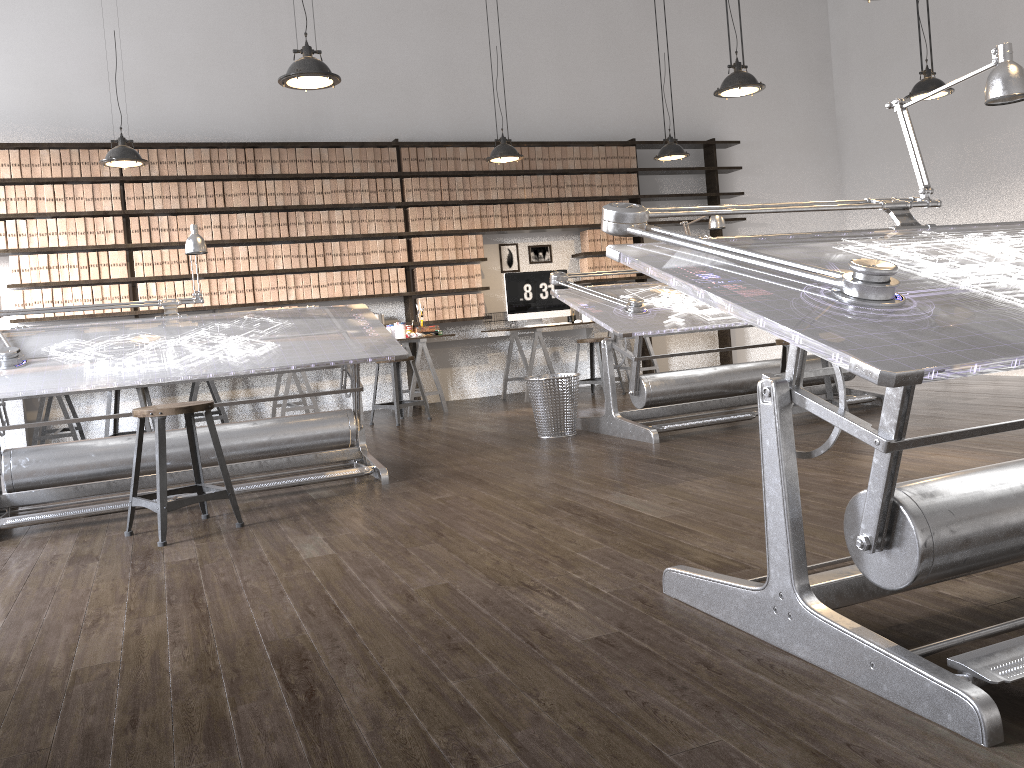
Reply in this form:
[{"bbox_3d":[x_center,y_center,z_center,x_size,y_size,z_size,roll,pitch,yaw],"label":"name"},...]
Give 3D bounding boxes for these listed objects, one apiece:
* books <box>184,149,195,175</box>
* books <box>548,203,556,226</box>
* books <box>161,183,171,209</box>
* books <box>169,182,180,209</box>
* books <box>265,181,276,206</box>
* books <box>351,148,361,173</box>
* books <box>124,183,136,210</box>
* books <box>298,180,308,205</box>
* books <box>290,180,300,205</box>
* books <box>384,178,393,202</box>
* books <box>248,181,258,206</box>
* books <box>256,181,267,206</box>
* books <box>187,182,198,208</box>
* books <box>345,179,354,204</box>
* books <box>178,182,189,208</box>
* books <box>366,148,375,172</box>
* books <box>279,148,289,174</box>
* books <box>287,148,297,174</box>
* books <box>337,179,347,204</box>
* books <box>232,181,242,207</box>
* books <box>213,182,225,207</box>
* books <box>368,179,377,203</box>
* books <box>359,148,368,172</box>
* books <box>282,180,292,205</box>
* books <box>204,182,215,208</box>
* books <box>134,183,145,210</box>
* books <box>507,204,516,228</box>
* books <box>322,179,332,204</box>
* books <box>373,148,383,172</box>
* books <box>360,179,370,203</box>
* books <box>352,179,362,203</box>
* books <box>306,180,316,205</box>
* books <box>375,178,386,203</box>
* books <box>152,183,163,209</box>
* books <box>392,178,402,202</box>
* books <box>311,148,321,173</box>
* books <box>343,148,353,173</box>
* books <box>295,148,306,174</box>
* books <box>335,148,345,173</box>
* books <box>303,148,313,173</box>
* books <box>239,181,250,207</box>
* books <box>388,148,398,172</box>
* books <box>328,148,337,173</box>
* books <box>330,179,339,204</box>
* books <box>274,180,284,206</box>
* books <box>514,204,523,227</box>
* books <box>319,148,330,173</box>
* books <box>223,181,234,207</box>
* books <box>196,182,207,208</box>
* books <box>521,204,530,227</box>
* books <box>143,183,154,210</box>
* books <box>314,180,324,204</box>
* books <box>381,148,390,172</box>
[{"bbox_3d":[-2.713,-1.851,7.459,0.067,0.225,0.174,-5,2,-22],"label":"books"},{"bbox_3d":[0.362,-1.654,8.704,0.067,0.225,0.174,-5,2,-22],"label":"books"},{"bbox_3d":[-2.886,-1.553,7.387,0.067,0.225,0.174,-5,2,-22],"label":"books"},{"bbox_3d":[-2.823,-1.559,7.408,0.067,0.225,0.174,-5,2,-22],"label":"books"},{"bbox_3d":[-2.106,-1.642,7.701,0.067,0.225,0.174,-5,2,-22],"label":"books"},{"bbox_3d":[-1.420,-1.999,7.985,0.067,0.225,0.174,-5,2,-22],"label":"books"},{"bbox_3d":[-3.141,-1.524,7.286,0.067,0.225,0.174,-5,2,-22],"label":"books"},{"bbox_3d":[-1.857,-1.671,7.808,0.067,0.225,0.174,-5,2,-22],"label":"books"},{"bbox_3d":[-1.919,-1.663,7.775,0.067,0.225,0.174,-5,2,-22],"label":"books"},{"bbox_3d":[-1.145,-1.752,8.097,0.067,0.225,0.174,-5,2,-22],"label":"books"},{"bbox_3d":[-2.241,-1.626,7.644,0.067,0.225,0.174,-5,2,-22],"label":"books"},{"bbox_3d":[-2.175,-1.634,7.674,0.067,0.225,0.174,-5,2,-22],"label":"books"},{"bbox_3d":[-2.698,-1.574,7.465,0.067,0.225,0.174,-5,2,-22],"label":"books"},{"bbox_3d":[-1.479,-1.714,7.961,0.067,0.225,0.174,-5,2,-22],"label":"books"},{"bbox_3d":[-2.763,-1.567,7.439,0.067,0.225,0.174,-5,2,-22],"label":"books"},{"bbox_3d":[-1.299,-2.012,8.031,0.067,0.225,0.174,-5,2,-22],"label":"books"},{"bbox_3d":[-2.007,-1.932,7.751,0.067,0.225,0.174,-5,2,-22],"label":"books"},{"bbox_3d":[-1.942,-1.939,7.775,0.067,0.225,0.174,-5,2,-22],"label":"books"},{"bbox_3d":[-1.539,-1.706,7.930,0.067,0.225,0.174,-5,2,-22],"label":"books"},{"bbox_3d":[-2.368,-1.612,7.597,0.067,0.225,0.174,-5,2,-22],"label":"books"},{"bbox_3d":[-2.495,-1.597,7.542,0.067,0.225,0.174,-5,2,-22],"label":"books"},{"bbox_3d":[-1.283,-1.736,8.041,0.067,0.225,0.174,-5,2,-22],"label":"books"},{"bbox_3d":[-1.362,-2.006,8.010,0.067,0.225,0.174,-5,2,-22],"label":"books"},{"bbox_3d":[-1.982,-1.656,7.755,0.067,0.225,0.174,-5,2,-22],"label":"books"},{"bbox_3d":[-2.567,-1.589,7.519,0.067,0.225,0.174,-5,2,-22],"label":"books"},{"bbox_3d":[-3.076,-1.531,7.310,0.067,0.225,0.174,-5,2,-22],"label":"books"},{"bbox_3d":[-0.030,-1.609,8.541,0.067,0.225,0.174,-5,2,-22],"label":"books"},{"bbox_3d":[-1.660,-1.693,7.884,0.067,0.225,0.174,-5,2,-22],"label":"books"},{"bbox_3d":[-1.239,-2.020,8.062,0.067,0.225,0.174,-5,2,-22],"label":"books"},{"bbox_3d":[-1.346,-1.729,8.010,0.067,0.225,0.174,-5,2,-22],"label":"books"},{"bbox_3d":[-1.413,-1.721,7.987,0.067,0.225,0.174,-5,2,-22],"label":"books"},{"bbox_3d":[-1.792,-1.678,7.833,0.067,0.225,0.174,-5,2,-22],"label":"books"},{"bbox_3d":[-1.211,-1.744,8.064,0.067,0.225,0.174,-5,2,-22],"label":"books"},{"bbox_3d":[-2.944,-1.546,7.362,0.067,0.225,0.174,-5,2,-22],"label":"books"},{"bbox_3d":[-1.074,-1.760,8.123,0.067,0.225,0.174,-5,2,-22],"label":"books"},{"bbox_3d":[-1.746,-1.961,7.849,0.067,0.225,0.174,-5,2,-22],"label":"books"},{"bbox_3d":[-1.486,-1.991,7.956,0.067,0.225,0.174,-5,2,-22],"label":"books"},{"bbox_3d":[-1.873,-1.947,7.802,0.067,0.225,0.174,-5,2,-22],"label":"books"},{"bbox_3d":[-1.552,-1.984,7.934,0.067,0.225,0.174,-5,2,-22],"label":"books"},{"bbox_3d":[-1.812,-1.954,7.822,0.067,0.225,0.174,-5,2,-22],"label":"books"},{"bbox_3d":[-2.308,-1.618,7.617,0.067,0.225,0.174,-5,2,-22],"label":"books"},{"bbox_3d":[-1.106,-2.035,8.111,0.067,0.225,0.174,-5,2,-22],"label":"books"},{"bbox_3d":[-1.617,-1.977,7.909,0.067,0.225,0.174,-5,2,-22],"label":"books"},{"bbox_3d":[-1.602,-1.700,7.909,0.067,0.225,0.174,-5,2,-22],"label":"books"},{"bbox_3d":[-2.040,-1.649,7.730,0.067,0.225,0.174,-5,2,-22],"label":"books"},{"bbox_3d":[0.036,-1.617,8.574,0.067,0.225,0.174,-5,2,-22],"label":"books"},{"bbox_3d":[-1.680,-1.969,7.879,0.067,0.225,0.174,-5,2,-22],"label":"books"},{"bbox_3d":[-2.429,-1.605,7.575,0.067,0.225,0.174,-5,2,-22],"label":"books"},{"bbox_3d":[-2.631,-1.582,7.488,0.067,0.225,0.174,-5,2,-22],"label":"books"},{"bbox_3d":[0.099,-1.624,8.593,0.067,0.225,0.174,-5,2,-22],"label":"books"},{"bbox_3d":[-3.010,-1.538,7.333,0.067,0.225,0.174,-5,2,-22],"label":"books"},{"bbox_3d":[-1.726,-1.685,7.855,0.067,0.225,0.174,-5,2,-22],"label":"books"},{"bbox_3d":[-1.173,-2.027,8.088,0.067,0.225,0.174,-5,2,-22],"label":"books"}]
